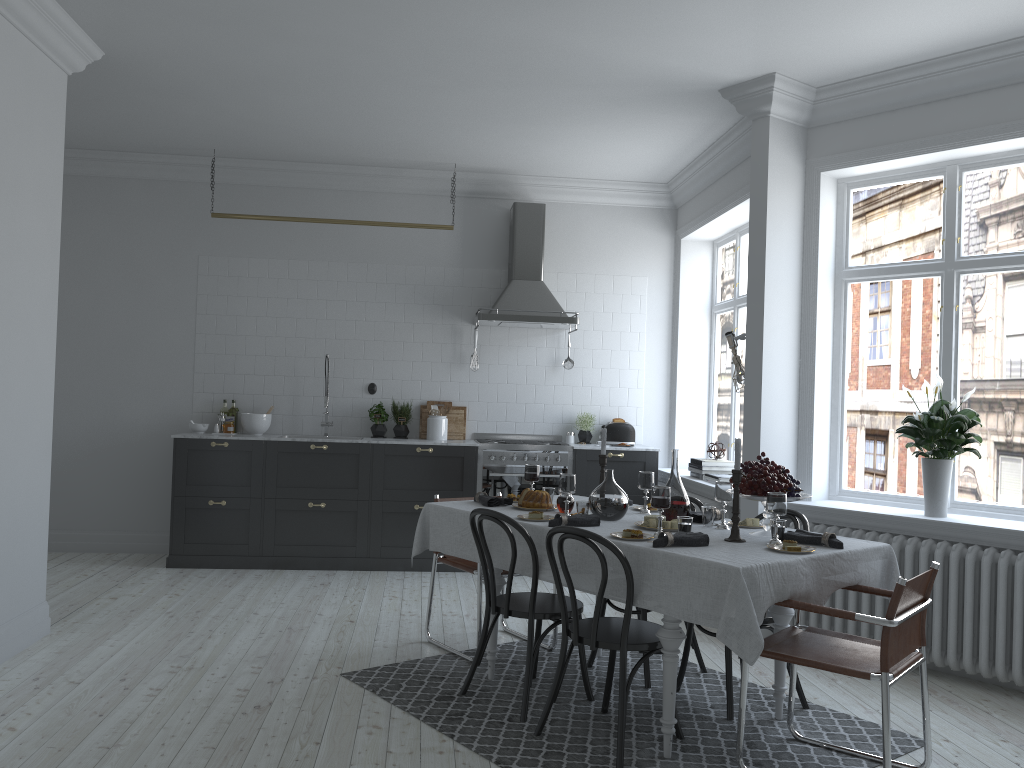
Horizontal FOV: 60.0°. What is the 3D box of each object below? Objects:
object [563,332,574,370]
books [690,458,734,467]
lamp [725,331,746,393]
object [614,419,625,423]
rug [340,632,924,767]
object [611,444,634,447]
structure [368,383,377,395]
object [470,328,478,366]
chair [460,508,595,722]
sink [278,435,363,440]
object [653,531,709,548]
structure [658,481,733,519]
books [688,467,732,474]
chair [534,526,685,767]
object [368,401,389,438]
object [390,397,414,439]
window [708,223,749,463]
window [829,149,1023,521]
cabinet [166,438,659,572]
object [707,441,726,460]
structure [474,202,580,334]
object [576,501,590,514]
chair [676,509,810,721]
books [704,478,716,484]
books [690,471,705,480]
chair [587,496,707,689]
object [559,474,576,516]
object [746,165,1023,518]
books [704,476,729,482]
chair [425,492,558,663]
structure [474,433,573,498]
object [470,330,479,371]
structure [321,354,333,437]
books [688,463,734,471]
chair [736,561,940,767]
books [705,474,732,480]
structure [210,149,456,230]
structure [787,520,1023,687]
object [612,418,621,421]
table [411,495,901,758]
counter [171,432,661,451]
[{"bbox_3d":[0.498,-0.291,7.762,0.101,0.331,0.030,2,-1,5],"label":"object"},{"bbox_3d":[1.564,0.613,6.930,0.259,0.038,0.325,2,-1,-4],"label":"books"},{"bbox_3d":[1.468,0.150,5.616,0.131,0.977,0.312,2,-1,-31],"label":"lamp"},{"bbox_3d":[0.932,0.358,7.719,0.107,0.110,0.010,2,-1,-1],"label":"object"},{"bbox_3d":[0.461,1.480,4.112,1.701,0.021,2.166,3,-1,-38],"label":"rug"},{"bbox_3d":[0.930,0.523,7.487,0.209,0.011,0.209,1,-1,32],"label":"object"},{"bbox_3d":[-1.207,0.041,7.664,0.079,0.103,0.032,2,-1,-6],"label":"structure"},{"bbox_3d":[-0.322,-0.320,7.689,0.066,0.332,0.024,2,-1,-1],"label":"object"},{"bbox_3d":[0.069,1.026,4.167,0.564,0.909,0.463,3,-1,-42],"label":"chair"},{"bbox_3d":[-1.565,0.541,7.279,0.669,0.203,0.384,2,-1,-6],"label":"sink"},{"bbox_3d":[0.684,0.620,3.546,0.165,0.061,0.247,1,-1,34],"label":"object"},{"bbox_3d":[1.352,1.213,6.944,0.245,0.753,1.673,2,-1,-6],"label":"structure"},{"bbox_3d":[1.555,0.678,6.927,0.259,0.031,0.328,2,-1,-8],"label":"books"},{"bbox_3d":[0.407,1.030,3.708,0.463,0.909,0.564,1,-1,43],"label":"chair"},{"bbox_3d":[-1.141,0.304,7.561,0.172,0.311,0.179,2,-1,5],"label":"object"},{"bbox_3d":[-0.945,0.282,7.567,0.186,0.367,0.196,1,-1,39],"label":"object"},{"bbox_3d":[1.881,-0.268,7.042,0.061,2.080,1.716,2,-1,-6],"label":"window"},{"bbox_3d":[2.771,-0.272,4.887,0.061,2.080,2.079,3,-1,-43],"label":"window"},{"bbox_3d":[-0.761,0.996,7.388,3.897,1.012,0.646,2,-1,-6],"label":"cabinet"},{"bbox_3d":[1.601,0.523,6.947,0.147,0.148,0.147,2,-1,-15],"label":"object"},{"bbox_3d":[0.132,-0.996,7.540,0.843,1.079,0.567,2,-1,-6],"label":"structure"},{"bbox_3d":[0.333,0.600,4.176,0.066,0.094,0.066,2,-1,-17],"label":"object"},{"bbox_3d":[1.123,1.062,4.259,0.564,0.909,0.463,2,-1,-27],"label":"chair"},{"bbox_3d":[1.595,0.723,6.546,0.254,0.019,0.343,2,-1,-6],"label":"books"},{"bbox_3d":[1.564,0.716,6.916,0.259,0.044,0.351,2,-1,-4],"label":"books"},{"bbox_3d":[0.739,1.056,4.692,0.564,0.909,0.463,3,-1,-42],"label":"chair"},{"bbox_3d":[0.263,0.540,4.244,0.083,0.215,0.083,2,-1,-1],"label":"object"},{"bbox_3d":[-9.316,-1.115,2.122,72.085,19.432,33.873,3,-1,-41],"label":"object"},{"bbox_3d":[1.597,0.705,6.552,0.254,0.019,0.337,2,-1,-8],"label":"books"},{"bbox_3d":[-0.114,1.069,5.032,0.546,0.837,0.593,3,-1,-34],"label":"chair"},{"bbox_3d":[0.069,0.983,7.470,0.779,1.096,0.651,2,-1,-6],"label":"structure"},{"bbox_3d":[-0.318,-0.296,7.656,0.074,0.381,0.076,2,-1,-25],"label":"object"},{"bbox_3d":[-1.548,0.098,7.408,0.100,0.692,0.266,2,-1,-6],"label":"structure"},{"bbox_3d":[1.569,0.648,6.918,0.287,0.031,0.351,2,-1,-6],"label":"books"},{"bbox_3d":[1.257,1.090,3.410,0.593,0.837,0.546,1,-1,39],"label":"chair"},{"bbox_3d":[1.607,0.688,6.551,0.274,0.016,0.341,2,-1,-4],"label":"books"},{"bbox_3d":[-1.460,-1.595,7.296,1.988,0.556,0.053,2,-1,-6],"label":"structure"},{"bbox_3d":[2.247,1.208,4.781,0.245,0.753,1.710,3,-1,-43],"label":"structure"},{"bbox_3d":[0.931,0.355,7.796,0.107,0.110,0.010,2,-1,-1],"label":"object"},{"bbox_3d":[0.557,1.072,4.214,1.210,0.842,2.179,3,-1,-39],"label":"table"},{"bbox_3d":[-0.746,0.480,7.407,3.902,0.020,0.624,2,-1,-6],"label":"counter"}]
